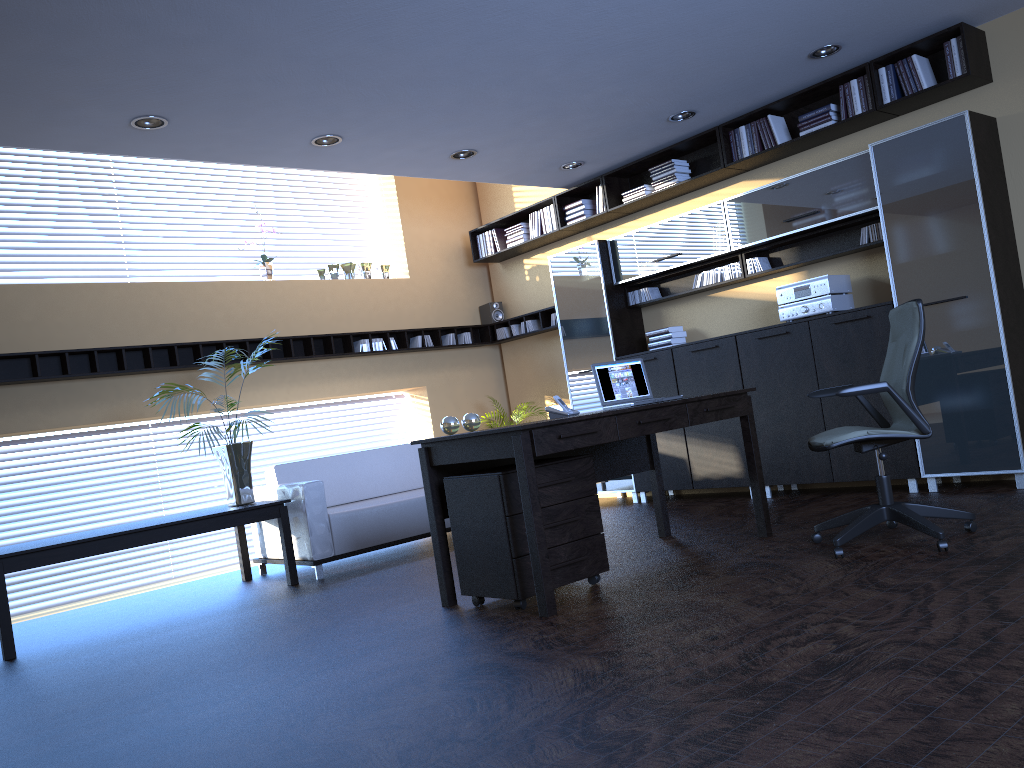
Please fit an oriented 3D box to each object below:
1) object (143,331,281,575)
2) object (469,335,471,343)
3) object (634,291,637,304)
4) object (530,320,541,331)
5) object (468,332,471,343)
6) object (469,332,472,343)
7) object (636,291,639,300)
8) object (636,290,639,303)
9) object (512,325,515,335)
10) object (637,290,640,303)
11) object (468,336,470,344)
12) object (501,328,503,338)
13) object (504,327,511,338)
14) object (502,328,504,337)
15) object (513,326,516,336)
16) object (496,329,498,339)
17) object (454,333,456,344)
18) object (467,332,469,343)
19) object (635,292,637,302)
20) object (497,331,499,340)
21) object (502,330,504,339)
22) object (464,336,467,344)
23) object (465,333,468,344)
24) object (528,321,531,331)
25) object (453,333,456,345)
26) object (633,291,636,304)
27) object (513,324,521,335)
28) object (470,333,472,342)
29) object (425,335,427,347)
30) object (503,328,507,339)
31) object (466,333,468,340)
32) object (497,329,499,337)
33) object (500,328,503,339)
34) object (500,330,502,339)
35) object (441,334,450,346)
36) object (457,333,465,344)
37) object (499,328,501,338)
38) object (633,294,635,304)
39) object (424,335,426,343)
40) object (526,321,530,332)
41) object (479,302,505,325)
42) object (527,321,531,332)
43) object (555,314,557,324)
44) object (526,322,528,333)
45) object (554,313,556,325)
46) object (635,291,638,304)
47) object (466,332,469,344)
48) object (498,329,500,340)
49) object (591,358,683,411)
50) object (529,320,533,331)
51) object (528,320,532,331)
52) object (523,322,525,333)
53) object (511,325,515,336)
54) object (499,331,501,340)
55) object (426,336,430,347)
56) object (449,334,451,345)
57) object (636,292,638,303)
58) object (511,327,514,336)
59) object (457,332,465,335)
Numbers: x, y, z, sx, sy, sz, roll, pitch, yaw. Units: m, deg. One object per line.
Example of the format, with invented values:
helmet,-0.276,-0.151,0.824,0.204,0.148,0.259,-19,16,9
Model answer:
object,-2.273,0.623,7.028,1.038,1.859,1.899,-8,-1,-21
object,-0.496,-0.482,9.488,0.006,0.118,0.140,-8,-2,-41
object,1.173,-0.793,8.110,0.142,0.120,0.009,-7,-1,-41
object,0.257,-0.609,9.187,0.142,0.118,0.040,-7,-2,-41
object,-0.496,-0.482,9.489,0.009,0.120,0.142,-8,-2,-41
object,-0.488,-0.483,9.496,0.009,0.120,0.142,-8,-2,-41
object,1.193,-0.797,8.087,0.142,0.120,0.009,-7,-1,-41
object,1.192,-0.797,8.086,0.140,0.118,0.006,-7,-1,-41
object,0.069,-0.572,9.406,0.142,0.120,0.030,-7,-1,-41
object,1.203,-0.799,8.082,0.142,0.120,0.009,-7,-1,-41
object,-0.509,-0.480,9.489,0.009,0.120,0.142,-8,-2,-41
object,-0.054,-0.548,9.550,0.142,0.120,0.009,-7,-1,-41
object,-0.018,-0.554,9.508,0.142,0.118,0.040,-7,-2,-41
object,-0.041,-0.551,9.535,0.142,0.120,0.009,-7,-1,-41
object,0.076,-0.574,9.398,0.142,0.120,0.030,-7,-1,-41
object,-0.107,-0.538,9.612,0.142,0.120,0.009,-7,-1,-41
object,-0.645,-0.464,9.371,0.009,0.120,0.142,-8,-2,-41
object,-0.512,-0.480,9.477,0.009,0.120,0.142,-8,-2,-41
object,1.180,-0.795,8.102,0.140,0.118,0.006,-7,-1,-41
object,-0.101,-0.539,9.605,0.142,0.120,0.009,-7,-1,-41
object,-0.047,-0.550,9.542,0.142,0.120,0.009,-7,-1,-41
object,-0.540,-0.477,9.462,0.009,0.120,0.142,-8,-2,-41
object,-0.528,-0.478,9.464,0.009,0.120,0.142,-8,-2,-41
object,0.233,-0.605,9.214,0.142,0.120,0.030,-7,-1,-41
object,-0.650,-0.463,9.362,0.009,0.120,0.142,-8,-2,-41
object,1.168,-0.792,8.119,0.142,0.120,0.009,-7,-1,-41
object,0.086,-0.575,9.387,0.142,0.118,0.040,-7,-2,-41
object,-0.485,-0.483,9.508,0.009,0.120,0.142,-8,-2,-41
object,-0.925,-0.430,9.122,0.009,0.120,0.142,-8,-2,-41
object,-0.034,-0.552,9.527,0.142,0.120,0.009,-7,-1,-41
object,-0.519,-0.480,9.468,0.006,0.118,0.140,-8,-2,-41
object,-0.094,-0.540,9.597,0.142,0.120,0.009,-7,-1,-41
object,-0.061,-0.547,9.558,0.142,0.120,0.009,-7,-1,-41
object,-0.067,-0.546,9.565,0.142,0.120,0.009,-7,-1,-41
object,-0.702,-0.456,9.320,0.040,0.118,0.142,-8,-2,-41
object,-0.554,-0.474,9.442,0.040,0.118,0.142,-8,-2,-41
object,-0.074,-0.544,9.573,0.142,0.120,0.009,-7,-1,-41
object,1.162,-0.791,8.126,0.140,0.118,0.006,-7,-1,-41
object,-0.932,-0.429,9.115,0.006,0.118,0.140,-8,-2,-41
object,0.213,-0.602,9.238,0.142,0.120,0.009,-7,-1,-41
object,-0.217,-0.764,9.714,0.158,0.229,0.254,-8,-2,-31
object,0.227,-0.604,9.222,0.142,0.120,0.030,-7,-1,-41
object,0.493,-0.657,8.911,0.142,0.120,0.009,-7,-1,-41
object,0.207,-0.600,9.245,0.142,0.120,0.009,-7,-1,-41
object,0.480,-0.654,8.927,0.142,0.120,0.030,-7,-1,-41
object,1.181,-0.795,8.103,0.142,0.120,0.009,-7,-1,-41
object,-0.520,-0.479,9.470,0.009,0.120,0.142,-8,-2,-41
object,-0.087,-0.542,9.589,0.142,0.120,0.009,-7,-1,-41
object,0.730,-0.017,5.186,0.389,0.282,0.323,-8,-2,-31
object,0.247,-0.608,9.199,0.142,0.120,0.030,-7,-1,-41
object,0.240,-0.607,9.206,0.142,0.120,0.030,-7,-1,-41
object,0.178,-0.594,9.279,0.142,0.120,0.030,-7,-1,-41
object,0.062,-0.571,9.414,0.142,0.120,0.030,-7,-1,-41
object,-0.080,-0.543,9.581,0.142,0.120,0.009,-7,-1,-41
object,-0.909,-0.432,9.135,0.030,0.120,0.142,-8,-2,-41
object,-0.692,-0.458,9.331,0.030,0.120,0.142,-8,-2,-42
object,1.186,-0.796,8.093,0.140,0.118,0.006,-7,-1,-41
object,0.056,-0.570,9.422,0.142,0.120,0.030,-7,-1,-41
object,-0.538,-0.477,9.461,0.009,0.124,0.142,-8,-2,-41
